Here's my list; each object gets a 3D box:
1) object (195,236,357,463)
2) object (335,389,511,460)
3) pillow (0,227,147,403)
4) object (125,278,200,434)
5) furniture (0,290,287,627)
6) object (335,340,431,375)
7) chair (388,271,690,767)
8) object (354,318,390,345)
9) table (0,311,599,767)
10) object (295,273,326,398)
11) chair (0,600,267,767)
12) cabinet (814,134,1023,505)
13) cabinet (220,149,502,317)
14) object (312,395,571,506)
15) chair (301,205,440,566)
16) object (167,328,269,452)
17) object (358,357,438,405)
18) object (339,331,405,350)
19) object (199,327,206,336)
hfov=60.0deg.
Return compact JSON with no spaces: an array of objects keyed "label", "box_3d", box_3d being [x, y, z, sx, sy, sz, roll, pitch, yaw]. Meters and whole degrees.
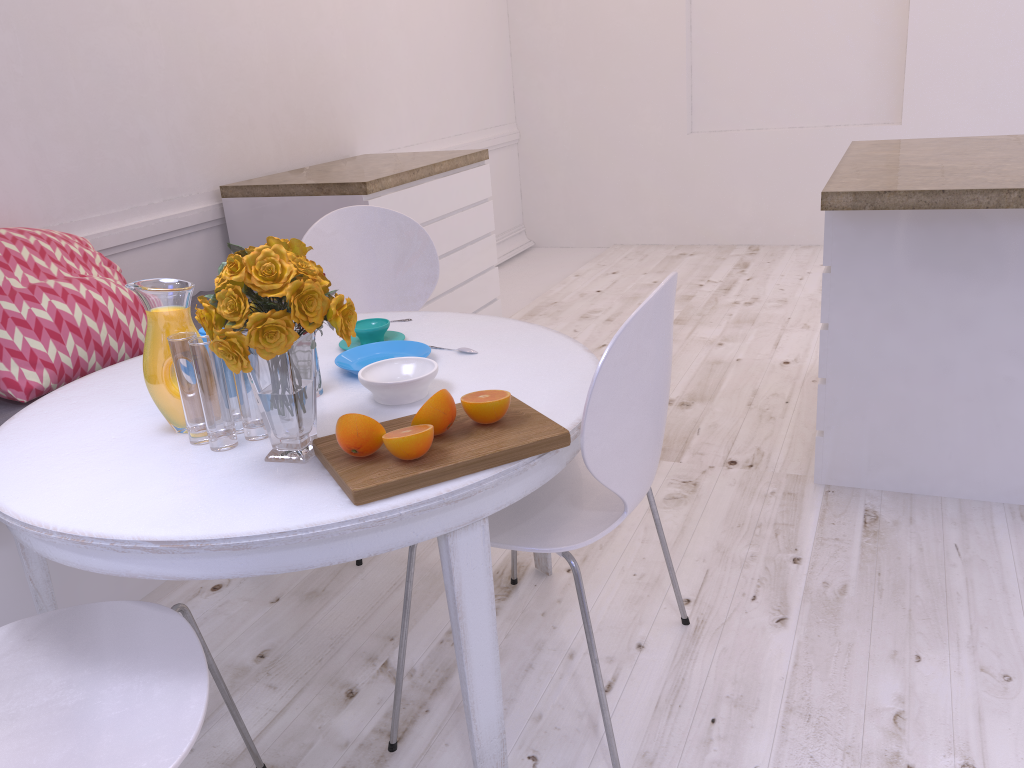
[{"label":"object","box_3d":[-0.354,-0.060,1.378,0.234,0.351,0.235,-8,20,-10]},{"label":"object","box_3d":[-0.119,0.054,1.345,0.285,0.075,0.129,-15,22,-27]},{"label":"pillow","box_3d":[-1.305,-0.236,2.447,0.491,0.424,0.587,5,22,26]},{"label":"object","box_3d":[-0.573,-0.049,1.522,0.116,0.267,0.094,-20,25,-36]},{"label":"furniture","box_3d":[-1.392,0.398,1.976,0.769,0.508,3.296,4,21,23]},{"label":"object","box_3d":[-0.262,-0.049,1.810,0.196,0.023,0.196,-1,20,11]},{"label":"chair","box_3d":[0.072,0.205,1.680,0.483,0.845,0.604,4,21,23]},{"label":"object","box_3d":[-0.311,-0.113,1.956,0.088,0.043,0.088,7,23,30]},{"label":"table","box_3d":[-0.368,0.308,1.810,1.140,0.629,1.140,-19,24,-34]},{"label":"object","box_3d":[-0.409,-0.118,1.646,0.128,0.287,0.128,5,22,25]},{"label":"chair","box_3d":[-0.601,0.447,1.158,0.483,0.845,0.604,-12,21,-19]},{"label":"cabinet","box_3d":[1.305,-0.243,2.647,0.654,0.842,1.167,4,21,23]},{"label":"cabinet","box_3d":[-0.577,-0.511,3.825,0.654,0.842,1.036,4,21,23]},{"label":"object","box_3d":[-0.113,0.091,1.385,0.347,0.024,0.224,-14,22,-24]},{"label":"chair","box_3d":[-0.304,-0.055,2.491,0.604,0.845,0.483,-16,22,-28]},{"label":"object","box_3d":[-0.483,0.004,1.472,0.122,0.186,0.101,-18,24,-33]},{"label":"object","box_3d":[-0.206,-0.003,1.628,0.147,0.052,0.147,-13,21,-21]},{"label":"object","box_3d":[-0.309,-0.093,1.963,0.147,0.011,0.147,5,22,26]},{"label":"object","box_3d":[-0.567,-0.056,1.711,0.156,0.151,0.150,6,22,26]}]
